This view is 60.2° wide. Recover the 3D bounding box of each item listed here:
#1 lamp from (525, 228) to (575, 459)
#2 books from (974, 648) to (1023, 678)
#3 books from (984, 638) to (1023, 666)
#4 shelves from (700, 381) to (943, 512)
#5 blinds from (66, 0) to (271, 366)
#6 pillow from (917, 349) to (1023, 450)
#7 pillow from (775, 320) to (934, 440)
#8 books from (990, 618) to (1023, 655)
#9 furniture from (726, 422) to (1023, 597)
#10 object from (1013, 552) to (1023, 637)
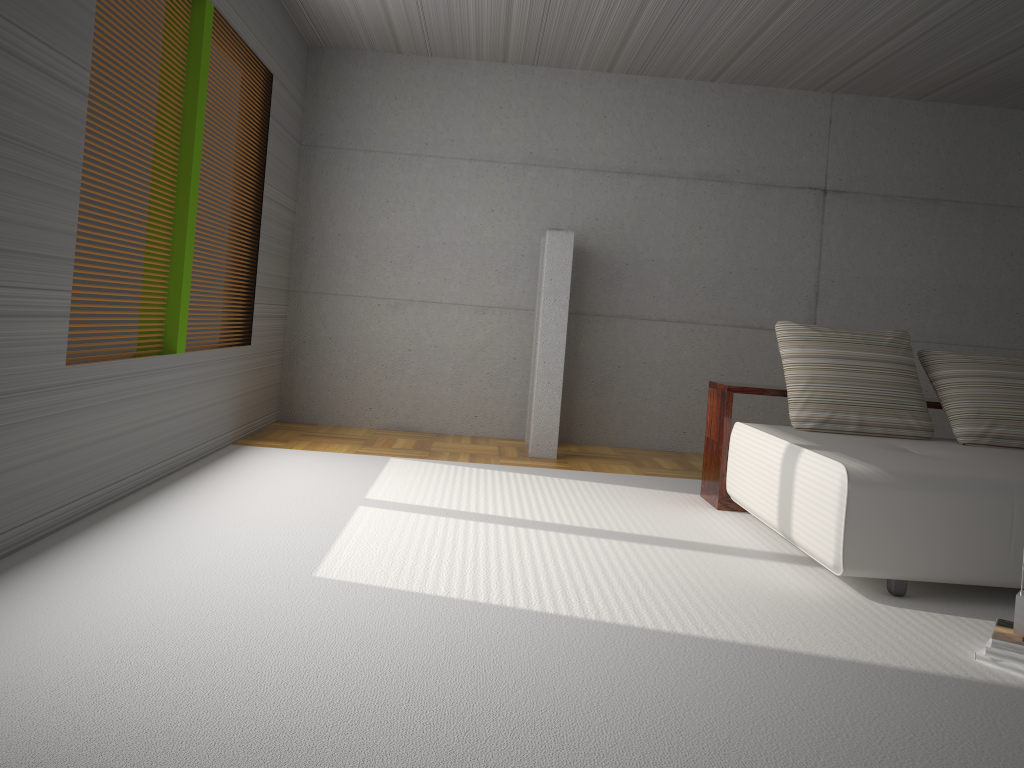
[{"bbox_3d":[0.283,-0.326,6.881,0.200,1.692,0.798,5,0,-2],"label":"lamp"},{"bbox_3d":[1.672,0.900,2.892,0.264,0.032,0.190,2,5,-38],"label":"books"},{"bbox_3d":[1.674,0.868,2.892,0.190,0.032,0.264,8,5,37],"label":"books"},{"bbox_3d":[2.319,0.438,5.302,2.250,0.716,0.400,4,1,-2],"label":"shelves"},{"bbox_3d":[-1.810,-1.080,4.774,0.012,2.044,3.539,5,3,-2],"label":"blinds"},{"bbox_3d":[2.779,0.092,4.966,0.806,0.517,0.579,5,2,-1],"label":"pillow"},{"bbox_3d":[1.929,-0.028,4.990,0.800,0.610,0.491,5,1,-3],"label":"pillow"},{"bbox_3d":[1.684,0.836,2.894,0.189,0.032,0.264,7,5,32],"label":"books"},{"bbox_3d":[2.330,0.607,4.307,2.168,0.522,1.616,4,4,-2],"label":"furniture"},{"bbox_3d":[1.681,0.640,2.854,0.090,0.366,0.185,4,0,39],"label":"object"}]
